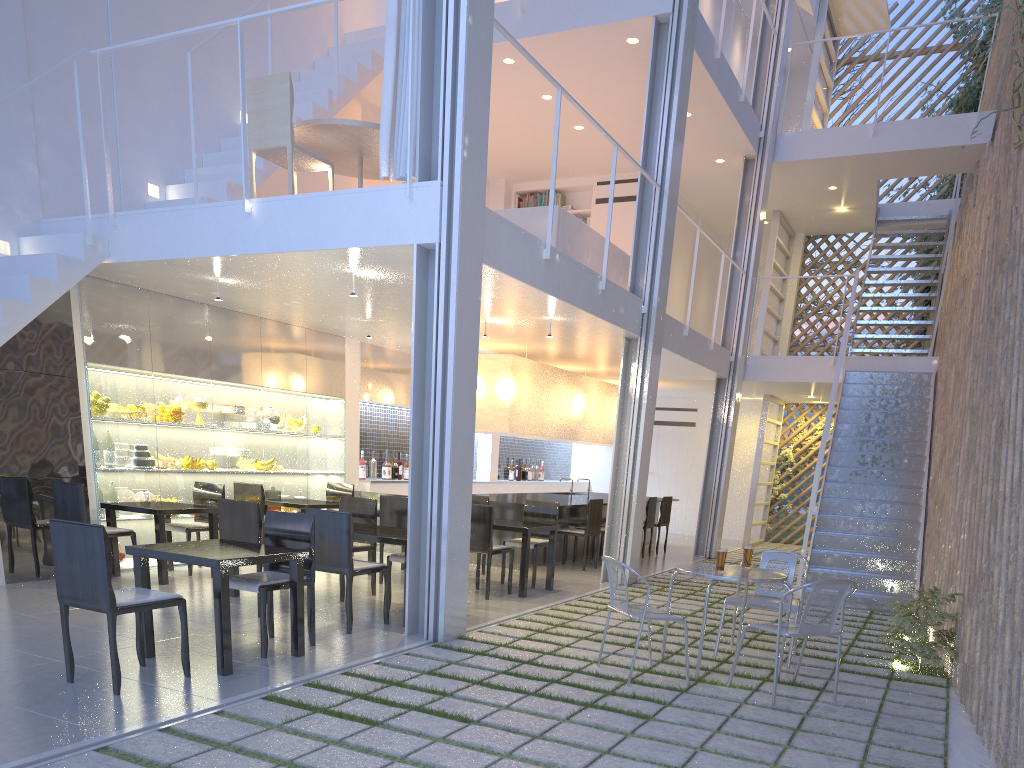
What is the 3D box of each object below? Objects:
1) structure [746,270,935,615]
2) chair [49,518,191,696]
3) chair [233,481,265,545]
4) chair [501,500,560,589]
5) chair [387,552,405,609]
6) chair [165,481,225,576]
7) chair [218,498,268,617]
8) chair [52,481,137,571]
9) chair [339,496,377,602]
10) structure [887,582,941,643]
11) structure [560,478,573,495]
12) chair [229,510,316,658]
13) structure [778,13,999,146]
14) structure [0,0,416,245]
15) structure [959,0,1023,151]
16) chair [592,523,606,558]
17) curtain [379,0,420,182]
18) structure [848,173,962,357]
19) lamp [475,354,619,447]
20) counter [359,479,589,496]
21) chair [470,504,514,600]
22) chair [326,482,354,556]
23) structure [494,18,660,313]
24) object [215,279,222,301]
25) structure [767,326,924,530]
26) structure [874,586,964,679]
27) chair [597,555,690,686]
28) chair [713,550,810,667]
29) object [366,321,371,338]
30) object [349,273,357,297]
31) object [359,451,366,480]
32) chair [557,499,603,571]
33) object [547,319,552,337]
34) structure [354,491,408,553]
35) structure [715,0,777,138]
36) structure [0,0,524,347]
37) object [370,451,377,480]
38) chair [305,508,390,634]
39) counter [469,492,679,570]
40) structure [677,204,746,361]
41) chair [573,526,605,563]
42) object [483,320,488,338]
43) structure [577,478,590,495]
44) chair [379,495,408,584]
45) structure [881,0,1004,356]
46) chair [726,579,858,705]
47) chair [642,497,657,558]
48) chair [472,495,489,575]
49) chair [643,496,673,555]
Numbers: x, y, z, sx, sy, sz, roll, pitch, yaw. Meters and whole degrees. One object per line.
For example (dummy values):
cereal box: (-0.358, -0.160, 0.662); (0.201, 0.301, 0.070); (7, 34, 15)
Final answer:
structure: (1.816, 0.215, 4.795); (1.164, 2.076, 1.882); (8, 7, 21)
chair: (-0.996, 0.563, 2.118); (0.187, 0.465, 0.227); (10, 13, 27)
chair: (-1.296, 0.736, 4.327); (0.187, 0.465, 0.227); (10, 13, 27)
chair: (0.090, 0.814, 4.192); (0.187, 0.465, 0.227); (10, 13, 27)
chair: (-0.365, 0.711, 3.347); (0.187, 0.465, 0.227); (10, 13, 27)
chair: (-1.519, 0.686, 3.914); (0.187, 0.465, 0.227); (10, 13, 27)
chair: (-0.945, 0.653, 3.118); (0.187, 0.465, 0.227); (10, 13, 27)
chair: (-1.752, 0.633, 3.482); (0.187, 0.465, 0.227); (10, 13, 27)
chair: (-0.728, 0.703, 3.520); (0.187, 0.465, 0.227); (10, 13, 27)
structure: (1.705, 0.952, 3.419); (0.258, 0.276, 0.256); (8, 8, 34)
structure: (0.407, 0.774, 6.220); (0.110, 0.131, 0.032); (7, 14, 25)
chair: (-0.763, 0.616, 2.550); (0.187, 0.465, 0.227); (10, 13, 27)
structure: (2.246, -1.826, 5.003); (1.119, 0.602, 0.026); (3, 14, 25)
structure: (-1.256, -0.304, 2.254); (1.334, 1.898, 1.387); (8, 10, 27)
structure: (2.025, -2.064, 2.564); (0.730, 2.884, 2.250); (9, 9, 20)
chair: (0.690, 0.970, 5.534); (0.236, 0.466, 0.179); (8, 14, 21)
curtain: (-0.386, -1.890, 2.327); (0.504, 2.571, 0.091); (9, 17, 21)
structure: (2.915, -1.027, 6.045); (0.525, 2.000, 1.197); (9, 12, 23)
lamp: (0.324, 0.172, 5.723); (0.438, 0.444, 2.259); (7, -2, 29)
counter: (-0.164, 1.027, 6.846); (0.226, 0.457, 3.562); (10, -1, 29)
chair: (-0.127, 0.765, 3.789); (0.187, 0.465, 0.227); (10, 13, 27)
chair: (-1.064, 0.789, 4.759); (0.187, 0.465, 0.227); (10, 13, 27)
structure: (0.276, -0.729, 3.226); (0.027, 0.583, 1.664); (12, 2, 29)
object: (-1.183, -0.379, 3.312); (0.028, 0.084, 0.028); (14, 17, 37)
structure: (2.844, 0.478, 7.285); (1.117, 2.122, 0.274); (8, 16, 24)
structure: (1.424, 0.849, 2.845); (0.294, 0.343, 0.300); (5, 7, 12)
chair: (0.389, 0.711, 2.502); (0.249, 0.403, 0.243); (0, 10, -18)
chair: (0.894, 0.778, 2.897); (0.256, 0.404, 0.236); (8, 11, 27)
object: (-0.724, -0.275, 4.165); (0.028, 0.084, 0.028); (14, 17, 37)
object: (-0.583, -0.366, 3.025); (0.028, 0.084, 0.028); (14, 17, 37)
object: (-0.664, 0.107, 4.105); (1.644, 0.863, 1.798); (4, -1, 25)
chair: (0.383, 0.899, 4.950); (0.234, 0.466, 0.181); (9, 14, 27)
object: (0.173, -0.255, 3.736); (0.028, 0.084, 0.028); (14, 17, 37)
structure: (-0.769, 0.865, 5.108); (0.545, 0.392, 0.011); (4, 15, 25)
structure: (1.210, -1.947, 4.416); (0.027, 0.583, 1.666); (12, 2, 29)
structure: (-1.042, -0.845, 2.793); (1.684, 3.508, 3.544); (10, 8, 28)
object: (-1.342, 0.380, 4.589); (0.044, 0.305, 1.835); (12, 1, 30)
chair: (-0.582, 0.662, 2.944); (0.187, 0.465, 0.227); (10, 13, 27)
counter: (0.417, 1.004, 5.890); (0.799, 0.392, 2.467); (3, -4, 28)
structure: (1.129, -0.535, 4.811); (0.027, 0.583, 1.666); (12, 2, 29)
chair: (0.543, 0.935, 5.239); (0.235, 0.466, 0.180); (9, 14, 24)
object: (-0.124, -0.262, 3.878); (0.028, 0.084, 0.028); (14, 17, 37)
structure: (0.563, 0.810, 6.511); (0.110, 0.131, 0.032); (7, 14, 25)
chair: (-0.490, 0.757, 3.963); (0.187, 0.465, 0.227); (10, 13, 27)
structure: (3.806, -1.146, 7.310); (1.087, 4.798, 3.166); (11, 12, 26)
chair: (0.828, 0.729, 2.381); (0.262, 0.404, 0.231); (-1, 11, -22)
chair: (0.863, 1.006, 5.816); (0.235, 0.466, 0.180); (8, 14, 23)
chair: (-0.273, 0.806, 4.366); (0.187, 0.465, 0.227); (10, 13, 27)
chair: (1.022, 1.041, 6.105); (0.233, 0.466, 0.181); (10, 14, 28)
